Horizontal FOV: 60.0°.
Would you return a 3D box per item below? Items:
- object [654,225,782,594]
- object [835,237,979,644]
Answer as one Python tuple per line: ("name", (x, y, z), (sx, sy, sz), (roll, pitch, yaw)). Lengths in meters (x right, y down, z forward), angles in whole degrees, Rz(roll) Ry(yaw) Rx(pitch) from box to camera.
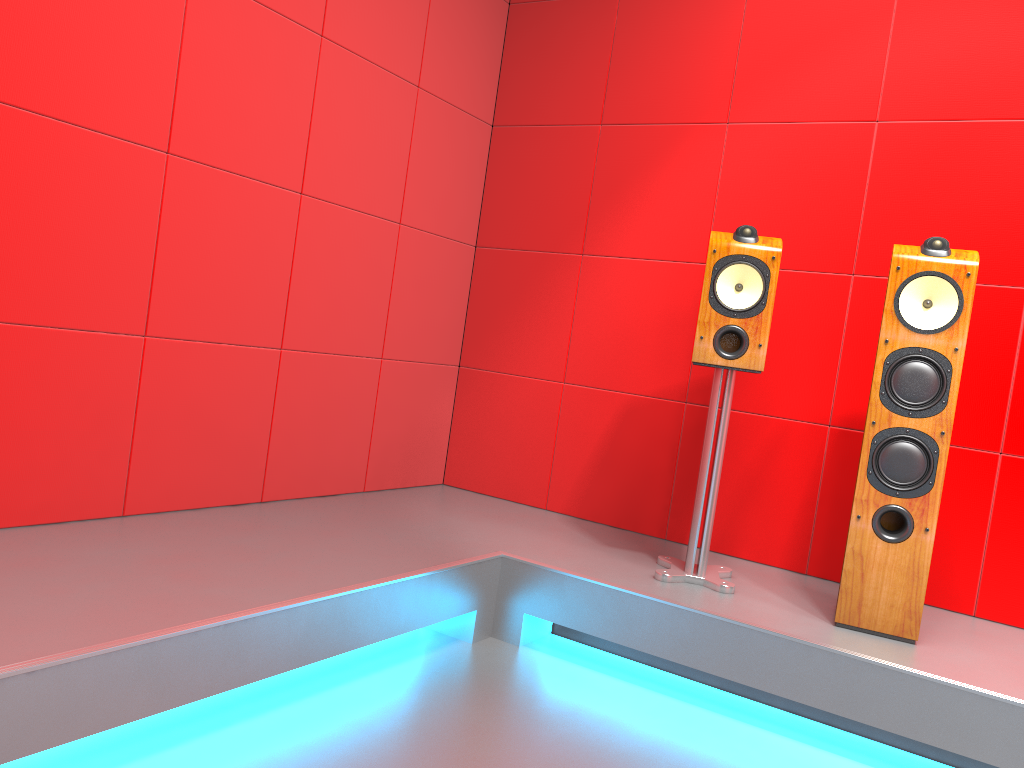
("object", (0.624, 0.061, 2.659), (0.231, 1.058, 0.265), (9, 2, 11))
("object", (1.059, 0.137, 2.390), (0.203, 1.052, 0.238), (9, 3, 21))
